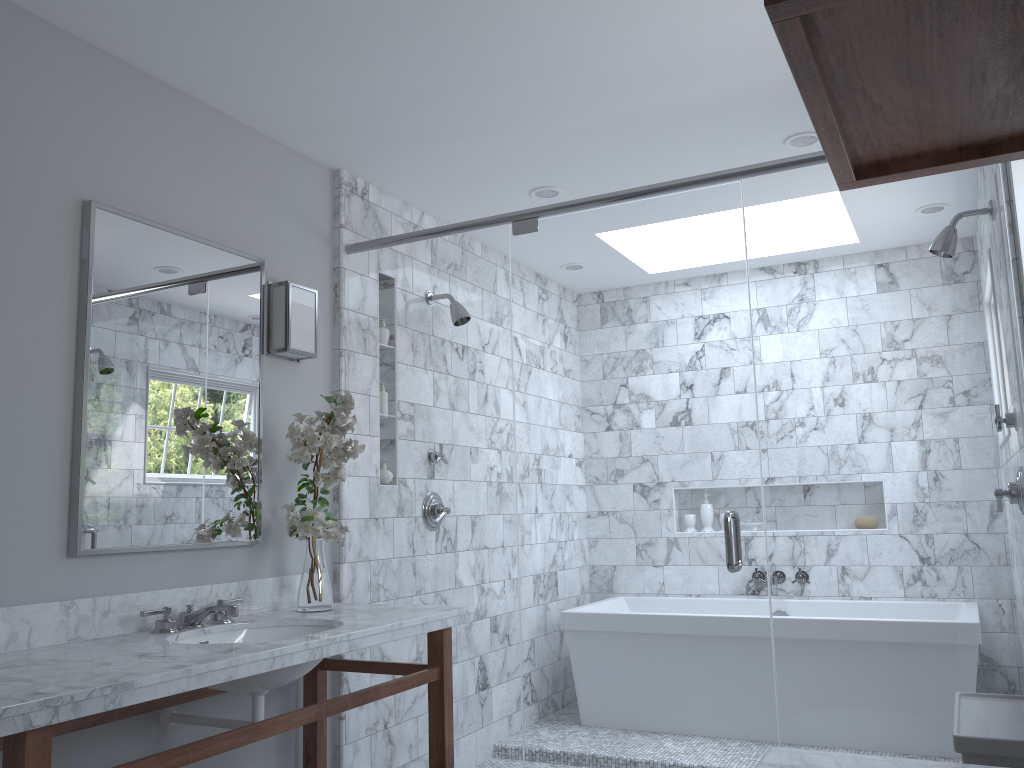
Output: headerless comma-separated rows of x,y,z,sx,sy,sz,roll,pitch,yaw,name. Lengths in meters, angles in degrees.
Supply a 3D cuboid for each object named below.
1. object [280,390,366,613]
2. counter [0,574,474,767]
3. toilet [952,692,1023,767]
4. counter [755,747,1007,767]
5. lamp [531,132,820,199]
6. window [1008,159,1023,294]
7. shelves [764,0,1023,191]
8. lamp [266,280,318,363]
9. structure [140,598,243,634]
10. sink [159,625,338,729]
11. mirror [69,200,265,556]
-0.616,0.391,2.917,0.225,0.706,0.374,4,-10,-32,object
-0.774,1.049,2.300,0.638,0.983,1.657,-6,-9,26,counter
0.824,1.081,1.950,0.722,0.727,0.490,-6,-9,26,toilet
0.515,0.958,0.997,0.539,0.810,0.828,-6,-9,26,counter
0.910,-0.830,4.098,1.976,0.050,1.289,-6,-9,26,lamp
1.180,-0.245,1.886,0.149,1.248,1.040,-6,-9,26,window
0.569,-0.665,1.202,0.357,0.566,0.647,-6,-9,26,shelves
-0.779,-0.224,3.163,0.091,0.266,0.175,-6,-9,26,lamp
-0.924,0.672,2.581,0.256,0.069,0.295,0,-9,-14,structure
-0.718,0.836,2.438,0.517,0.270,0.494,0,-9,-14,sink
-1.015,0.011,2.712,0.030,0.977,0.694,-6,-9,26,mirror
